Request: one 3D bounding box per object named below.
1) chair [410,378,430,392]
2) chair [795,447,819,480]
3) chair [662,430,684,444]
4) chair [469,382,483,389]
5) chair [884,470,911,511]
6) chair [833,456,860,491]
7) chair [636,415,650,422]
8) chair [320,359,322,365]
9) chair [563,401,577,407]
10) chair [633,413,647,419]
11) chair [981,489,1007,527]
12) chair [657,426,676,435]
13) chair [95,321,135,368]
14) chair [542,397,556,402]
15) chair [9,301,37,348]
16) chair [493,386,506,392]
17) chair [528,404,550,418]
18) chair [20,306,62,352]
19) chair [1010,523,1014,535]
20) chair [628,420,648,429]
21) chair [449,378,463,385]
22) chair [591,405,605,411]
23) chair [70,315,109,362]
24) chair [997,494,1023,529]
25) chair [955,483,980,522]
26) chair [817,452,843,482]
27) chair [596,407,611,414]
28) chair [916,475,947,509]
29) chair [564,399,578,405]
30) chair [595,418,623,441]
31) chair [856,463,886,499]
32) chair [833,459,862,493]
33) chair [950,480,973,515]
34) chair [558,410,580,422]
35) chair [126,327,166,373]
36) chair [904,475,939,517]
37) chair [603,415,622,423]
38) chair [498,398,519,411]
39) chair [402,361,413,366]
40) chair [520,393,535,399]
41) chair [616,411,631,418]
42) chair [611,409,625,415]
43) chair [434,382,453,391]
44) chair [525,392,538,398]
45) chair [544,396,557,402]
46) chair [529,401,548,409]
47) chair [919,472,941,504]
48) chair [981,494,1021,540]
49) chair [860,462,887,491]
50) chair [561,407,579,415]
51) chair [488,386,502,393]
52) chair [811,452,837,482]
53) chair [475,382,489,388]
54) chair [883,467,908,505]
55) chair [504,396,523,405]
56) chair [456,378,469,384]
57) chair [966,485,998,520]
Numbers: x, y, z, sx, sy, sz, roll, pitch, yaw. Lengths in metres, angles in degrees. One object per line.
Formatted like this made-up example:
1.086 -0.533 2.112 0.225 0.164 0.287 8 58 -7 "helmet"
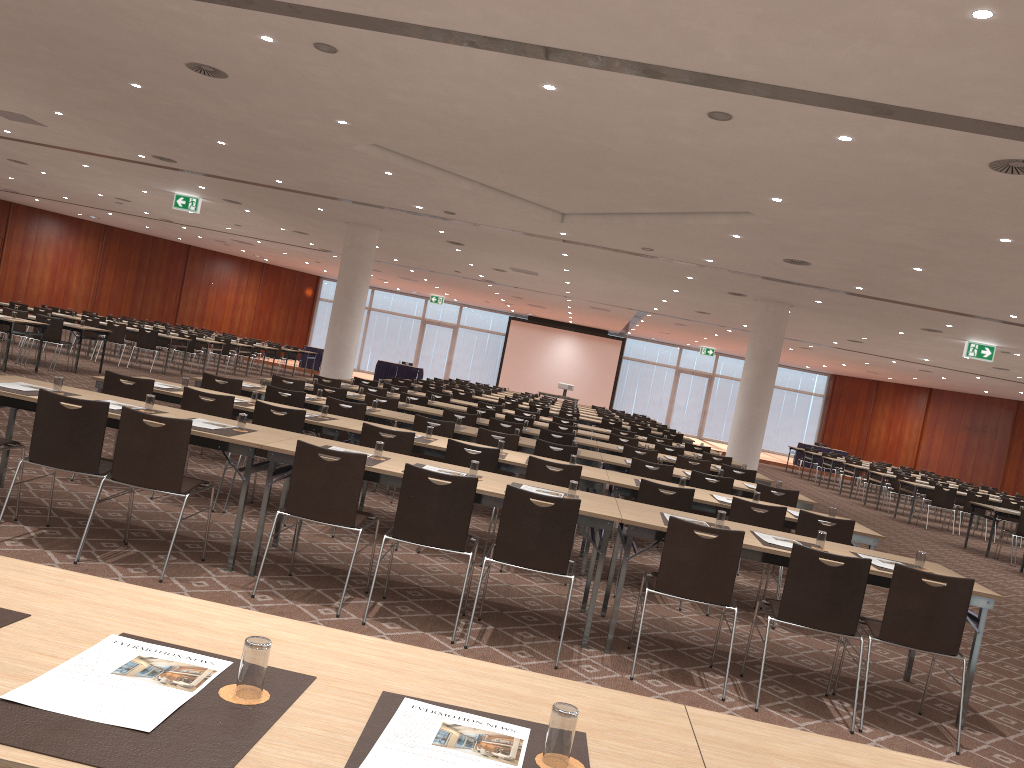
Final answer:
-2.205 0.349 20.976 0.535 0.940 0.613 11 1 5 "chair"
9.384 2.485 28.106 0.535 0.940 0.614 11 1 6 "chair"
3.292 1.462 18.631 0.535 0.940 0.614 11 1 7 "chair"
-1.154 0.450 26.882 0.535 0.940 0.613 11 1 3 "chair"
9.597 2.631 22.159 0.535 0.940 0.613 11 1 1 "chair"
9.932 2.625 26.204 0.535 0.940 0.613 11 1 5 "chair"
3.828 1.427 26.570 0.535 0.940 0.613 11 1 4 "chair"
-6.916 -0.925 33.755 0.535 0.940 0.613 11 1 6 "chair"
1.671 1.005 26.685 0.535 0.940 0.613 11 1 6 "chair"
4.022 1.431 28.526 0.535 0.940 0.613 11 1 6 "chair"
11.845 3.073 21.921 0.535 0.940 0.613 11 1 6 "chair"
3.491 1.468 20.544 0.535 0.940 0.613 11 1 6 "chair"
-8.607 -0.872 19.335 0.535 0.940 0.613 11 1 3 "chair"
1.038 0.880 26.764 0.535 0.940 0.614 11 1 7 "chair"
-10.858 -1.315 19.573 0.535 0.940 0.613 11 1 5 "chair"
-0.478 0.548 28.839 0.535 0.940 0.613 11 1 2 "chair"
0.511 0.916 18.824 0.535 0.940 0.613 11 1 3 "chair"
-10.261 -1.196 19.450 0.535 0.940 0.613 11 1 6 "chair"
11.764 3.090 20.063 0.535 0.940 0.613 11 1 6 "chair"
2.840 1.339 20.625 0.535 0.940 0.613 11 1 3 "chair"
-1.782 0.325 27.002 0.535 0.940 0.613 11 1 2 "chair"
2.697 1.171 28.618 0.535 0.940 0.613 11 1 3 "chair"
-9.256 -1.002 19.521 0.535 0.940 0.614 11 1 7 "chair"
12.551 3.209 22.013 0.535 0.940 0.613 11 1 2 "chair"
11.241 2.953 22.045 0.535 0.940 0.613 11 1 6 "chair"
10.142 2.632 28.135 0.535 0.940 0.613 11 1 2 "chair"
2.667 1.199 26.693 0.535 0.940 0.613 11 1 6 "chair"
11.449 2.958 24.094 0.535 0.940 0.613 11 1 5 "chair"
1.830 0.999 28.756 0.535 0.940 0.613 11 1 6 "chair"
2.011 1.212 18.678 0.535 0.940 0.613 11 1 2 "chair"
9.790 2.635 24.069 0.535 0.940 0.613 11 1 5 "chair"
9.220 2.520 24.249 0.535 0.940 0.613 11 1 3 "chair"
12.088 3.084 23.990 0.535 0.940 0.613 11 1 2 "chair"
1.137 1.041 18.704 0.535 0.940 0.613 11 1 5 "chair"
-7.937 -0.741 19.370 0.535 0.940 0.613 11 1 2 "chair"
10.220 2.754 22.034 0.535 0.940 0.613 11 1 2 "chair"
2.243 1.223 20.631 0.535 0.940 0.613 11 1 3 "chair"
-0.138 0.790 18.827 0.535 0.940 0.613 11 1 5 "chair"
-4.078 -0.368 33.558 0.535 0.940 0.614 11 1 7 "chair"
0.407 0.755 26.850 0.535 0.940 0.613 11 1 6 "chair"
3.247 1.314 26.575 0.535 0.940 0.613 11 1 5 "chair"
3.342 1.296 28.650 0.535 0.940 0.613 11 1 3 "chair"
-1.653 0.458 20.902 0.535 0.940 0.613 11 1 6 "chair"
0.565 0.752 28.802 0.535 0.940 0.613 11 1 5 "chair"
1.165 0.870 28.725 0.535 0.940 0.613 11 1 3 "chair"
0.538 0.887 20.785 0.535 0.940 0.613 11 1 3 "chair"
12.140 3.061 25.910 0.535 0.940 0.613 11 1 4 "chair"
11.074 2.957 19.970 0.535 0.940 0.613 11 1 3 "chair"
10.631 2.765 26.015 0.535 0.940 0.613 11 1 2 "chair"
1.272 1.031 20.776 0.535 0.940 0.613 11 1 2 "chair"
-0.583 0.561 26.877 0.535 0.940 0.614 11 1 7 "chair"
9.259 2.494 26.192 0.535 0.940 0.613 11 1 6 "chair"
-1.039 0.436 28.955 0.535 0.940 0.613 11 1 5 "chair"
10.379 2.749 24.109 0.535 0.940 0.613 11 1 1 "chair"
-0.028 0.777 20.789 0.535 0.940 0.613 11 1 4 "chair"
-1.674 0.312 28.957 0.535 0.940 0.613 11 1 6 "chair"
12.691 3.204 23.867 0.535 0.940 0.613 11 1 5 "chair"
